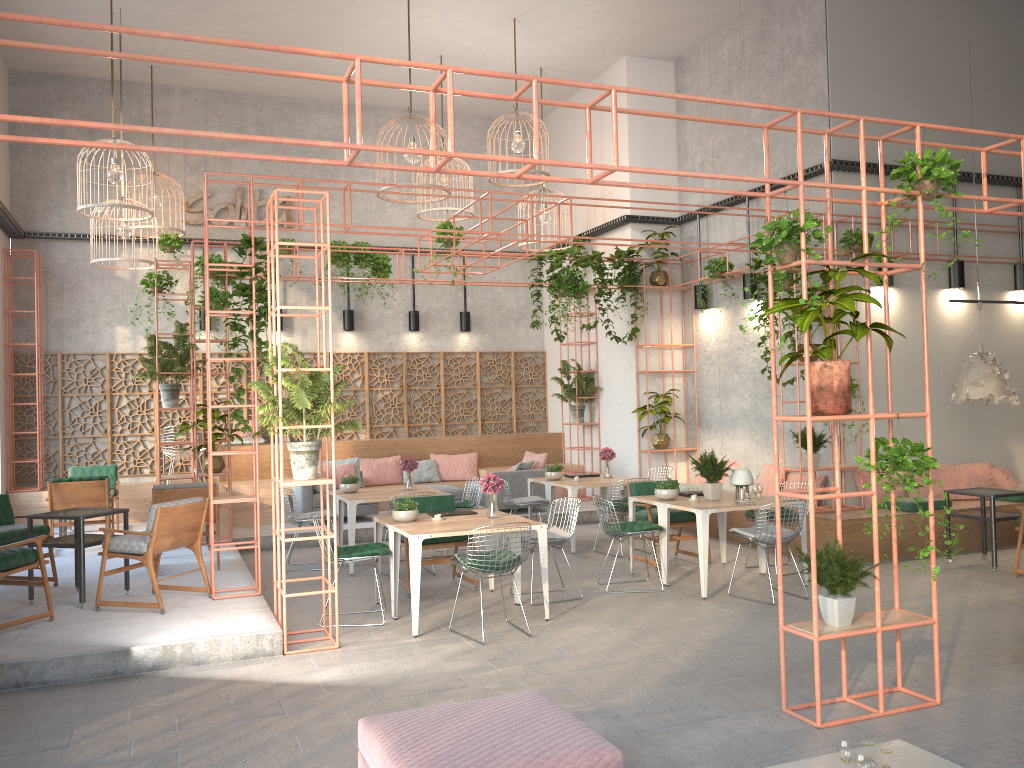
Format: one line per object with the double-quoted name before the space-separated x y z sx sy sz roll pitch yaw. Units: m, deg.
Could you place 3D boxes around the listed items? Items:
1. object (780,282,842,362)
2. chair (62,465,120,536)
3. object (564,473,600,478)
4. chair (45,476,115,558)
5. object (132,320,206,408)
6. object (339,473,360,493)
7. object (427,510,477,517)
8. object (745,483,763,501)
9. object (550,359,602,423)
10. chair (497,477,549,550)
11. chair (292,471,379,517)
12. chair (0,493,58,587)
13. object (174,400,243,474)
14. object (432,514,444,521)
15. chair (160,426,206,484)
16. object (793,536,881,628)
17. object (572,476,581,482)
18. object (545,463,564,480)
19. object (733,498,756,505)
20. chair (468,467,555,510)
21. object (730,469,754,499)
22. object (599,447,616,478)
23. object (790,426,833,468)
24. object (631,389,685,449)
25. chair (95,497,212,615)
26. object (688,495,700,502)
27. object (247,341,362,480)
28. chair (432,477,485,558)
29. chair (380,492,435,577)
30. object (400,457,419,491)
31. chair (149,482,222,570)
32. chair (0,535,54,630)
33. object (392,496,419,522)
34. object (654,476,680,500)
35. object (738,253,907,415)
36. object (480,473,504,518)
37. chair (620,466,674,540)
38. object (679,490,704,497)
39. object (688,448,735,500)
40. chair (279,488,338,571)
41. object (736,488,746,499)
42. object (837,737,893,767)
"object" 3.473 -0.732 10.487 0.903 0.947 0.934 -2 -1 30
"chair" -6.039 1.653 12.760 0.722 0.929 0.685 -1 -1 -22
"object" 0.965 1.261 12.206 0.427 0.031 0.268 -1 -1 -22
"chair" -5.316 1.597 10.936 0.722 0.929 0.685 -1 -1 -22
"object" -4.324 -0.247 11.270 0.900 1.101 0.894 -2 -1 32
"object" -1.979 1.202 10.810 0.252 0.247 0.247 -1 -1 -22
"object" -0.576 1.251 8.539 0.427 0.031 0.268 -1 -1 -22
"object" 2.481 1.095 8.994 0.210 0.154 0.165 -1 -1 -32
"object" 1.095 0.116 15.129 0.900 1.097 0.894 -2 -1 7
"chair" 0.135 1.655 11.541 0.717 0.941 0.565 -1 -1 -5
"chair" -2.659 1.654 13.275 1.127 0.586 1.056 -1 -1 -22
"chair" -4.919 1.543 8.516 0.685 0.917 0.722 -2 -1 18
"object" -3.856 0.676 11.240 0.903 0.923 0.934 -2 -1 35
"object" -0.681 1.223 8.139 0.115 0.073 0.115 -1 -1 -27
"chair" -4.585 1.049 12.398 0.565 0.941 0.717 -1 -1 -13
"object" 1.921 1.175 5.303 0.368 0.527 0.438 -1 -1 -22
"object" 0.841 1.231 11.544 0.115 0.078 0.115 -1 -1 -16
"object" 0.562 1.156 11.818 0.254 0.247 0.248 -1 -1 -22
"object" 2.269 1.145 8.641 0.218 0.041 0.218 -1 -1 -13
"chair" -0.019 1.641 13.884 1.052 0.672 1.127 -1 -1 -22
"object" 2.355 1.029 9.090 0.241 0.313 0.241 -2 -1 23
"object" 1.284 1.056 11.930 0.225 0.414 0.213 -1 -1 -29
"object" 3.550 0.737 10.583 0.368 0.527 0.438 -1 -1 -22
"object" 2.244 0.540 13.716 0.903 0.919 0.934 -2 -2 40
"chair" -3.141 1.484 7.825 0.685 0.914 0.722 -2 -1 18
"object" 1.848 1.153 9.004 0.115 0.078 0.115 -1 -1 -16
"object" -1.692 0.214 7.131 0.900 1.100 0.894 -2 -1 7
"chair" -0.684 1.669 11.224 0.717 0.941 0.565 -1 -1 -20
"chair" -1.173 1.656 9.951 0.565 0.941 0.717 -1 -1 -25
"object" -1.263 1.102 10.919 0.225 0.414 0.213 -1 -1 -29
"chair" -3.535 1.523 9.602 0.722 0.929 0.685 -1 -1 -22
"chair" -4.213 1.497 7.073 0.722 0.914 0.685 -2 -1 18
"object" -0.977 1.147 8.152 0.252 0.247 0.247 -1 -1 -22
"object" 1.602 1.076 9.195 0.254 0.247 0.248 -1 -1 -22
"object" 1.826 -0.291 5.234 0.924 0.946 0.923 -2 -1 34
"object" -0.183 1.030 8.195 0.225 0.414 0.213 -1 -1 -29
"chair" 1.858 1.624 12.233 0.717 0.941 0.565 -1 -1 -20
"object" 2.004 1.180 9.582 0.427 0.031 0.268 -1 -1 -22
"object" 2.026 0.920 9.080 0.368 0.527 0.438 -1 -1 -22
"chair" -2.407 1.700 10.532 0.717 0.941 0.565 -1 -1 -5
"object" 2.295 1.110 8.882 0.095 0.119 0.095 -2 -1 3
"object" 1.354 1.457 3.397 0.156 0.145 0.199 -1 -1 -7
